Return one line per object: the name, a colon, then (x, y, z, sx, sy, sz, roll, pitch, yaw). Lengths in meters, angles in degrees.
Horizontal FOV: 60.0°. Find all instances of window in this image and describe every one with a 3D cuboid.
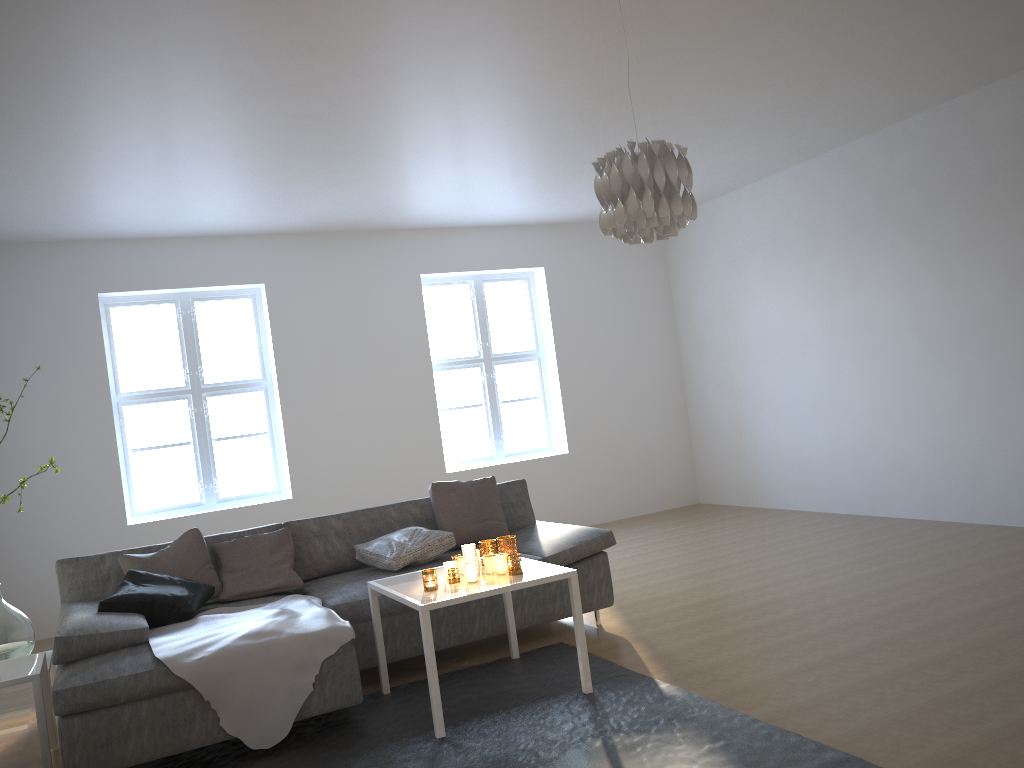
window: (-2.481, 0.137, 6.950, 1.200, 1.709, 0.077, -7, 0, -26)
window: (-0.236, -0.136, 8.033, 1.200, 1.709, 0.077, -7, 0, -26)

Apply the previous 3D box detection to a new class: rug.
rug: (-0.197, 1.299, 3.007, 2.013, 0.055, 2.113, -7, -1, -26)

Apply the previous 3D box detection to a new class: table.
table: (-2.288, 1.446, 3.984, 0.422, 0.319, 0.437, -7, -1, -26)
table: (-2.079, 1.362, 3.531, 0.422, 0.412, 0.437, -7, -1, -26)
table: (-0.158, 1.067, 3.771, 0.674, 0.504, 0.715, -7, -1, -26)

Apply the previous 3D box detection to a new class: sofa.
sofa: (-0.751, 1.050, 4.338, 2.630, 0.772, 1.556, -7, -1, -26)

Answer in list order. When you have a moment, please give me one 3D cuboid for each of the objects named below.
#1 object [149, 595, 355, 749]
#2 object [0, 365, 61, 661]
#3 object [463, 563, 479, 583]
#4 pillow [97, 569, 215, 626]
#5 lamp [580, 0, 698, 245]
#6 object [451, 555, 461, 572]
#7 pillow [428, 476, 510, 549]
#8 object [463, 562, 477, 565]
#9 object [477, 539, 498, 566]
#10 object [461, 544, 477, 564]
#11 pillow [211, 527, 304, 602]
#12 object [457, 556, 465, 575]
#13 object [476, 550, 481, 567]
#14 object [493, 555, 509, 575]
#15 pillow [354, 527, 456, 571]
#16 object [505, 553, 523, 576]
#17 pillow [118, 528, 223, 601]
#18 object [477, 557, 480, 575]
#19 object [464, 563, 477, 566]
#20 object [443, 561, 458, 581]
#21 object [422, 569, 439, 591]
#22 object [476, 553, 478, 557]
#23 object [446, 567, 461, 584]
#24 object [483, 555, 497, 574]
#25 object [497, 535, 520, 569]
object: (-1.093, 1.189, 3.680, 0.811, 0.437, 0.726, -7, -1, -27)
object: (-2.236, 0.435, 3.958, 0.776, 1.674, 0.339, -8, 0, 24)
object: (-0.165, 0.774, 3.630, 0.060, 0.073, 0.060, -8, -1, 44)
pillow: (-1.595, 0.966, 4.007, 0.401, 0.248, 0.421, -7, -1, -5)
lamp: (0.429, -1.047, 3.193, 0.355, 1.065, 0.354, -8, 0, 17)
object: (-0.246, 0.794, 3.919, 0.054, 0.068, 0.047, -8, -1, 25)
pillow: (-0.242, 0.728, 5.053, 0.426, 0.390, 0.242, -7, -1, -25)
object: (-0.170, 0.776, 3.697, 0.060, 0.073, 0.060, -8, -1, 44)
object: (-0.105, 0.758, 3.984, 0.080, 0.104, 0.080, -7, -1, -35)
object: (-0.176, 0.702, 3.663, 0.060, 0.073, 0.060, -7, -1, -10)
pillow: (-1.289, 0.918, 4.484, 0.414, 0.311, 0.337, -7, -1, -20)
object: (-0.205, 0.784, 3.829, 0.060, 0.073, 0.060, -7, -1, -1)
object: (-0.170, 0.782, 3.954, 0.060, 0.073, 0.060, -8, -1, 26)
object: (-0.043, 0.760, 3.722, 0.060, 0.073, 0.060, -7, -1, -37)
pillow: (-0.558, 0.869, 4.667, 0.404, 0.194, 0.406, -7, -1, -39)
object: (0.012, 0.749, 3.679, 0.060, 0.079, 0.060, -7, -1, -35)
pillow: (-1.672, 0.936, 4.364, 0.429, 0.403, 0.324, -7, -1, -38)
object: (-0.166, 0.777, 3.775, 0.060, 0.073, 0.060, -8, -1, 20)
object: (-0.166, 0.771, 3.630, 0.056, 0.066, 0.056, -8, -1, 26)
object: (-0.257, 0.789, 3.740, 0.060, 0.073, 0.060, -7, -1, -1)
object: (-0.332, 0.792, 3.585, 0.060, 0.079, 0.060, -7, -1, -31)
object: (-0.176, 0.781, 3.887, 0.060, 0.073, 0.060, -7, -1, -1)
object: (-0.241, 0.792, 3.664, 0.052, 0.058, 0.050, -8, -1, 34)
object: (-0.091, 0.767, 3.766, 0.060, 0.073, 0.060, -7, -1, -37)
object: (-0.015, 0.724, 3.787, 0.090, 0.140, 0.086, -8, -1, 35)
